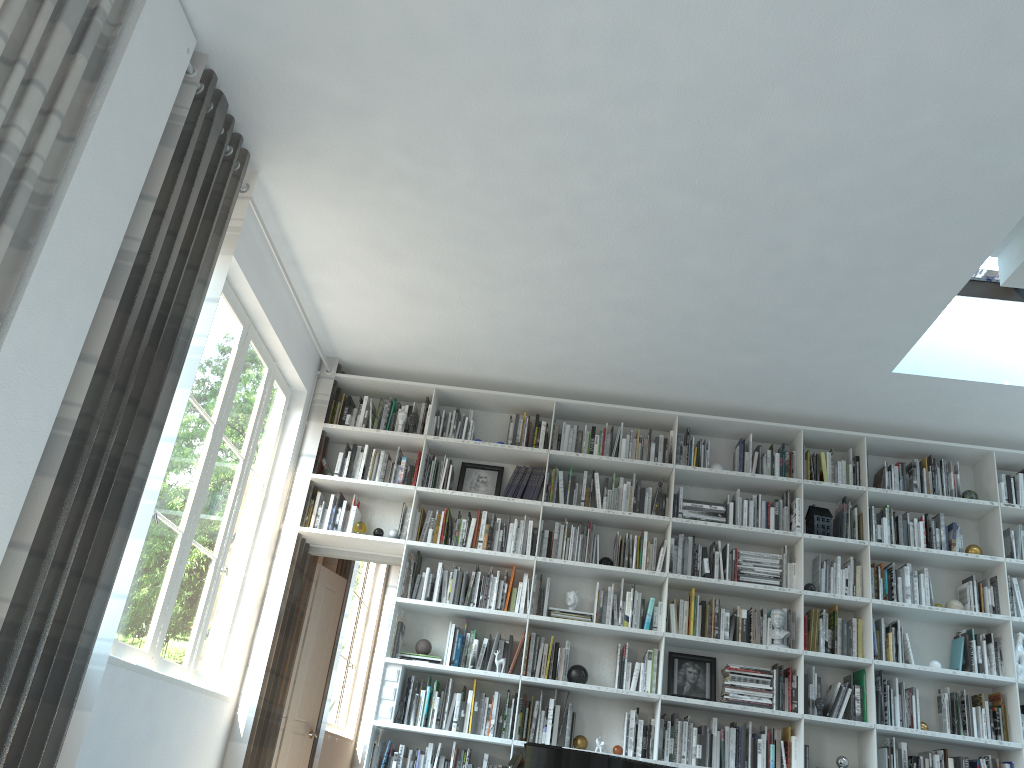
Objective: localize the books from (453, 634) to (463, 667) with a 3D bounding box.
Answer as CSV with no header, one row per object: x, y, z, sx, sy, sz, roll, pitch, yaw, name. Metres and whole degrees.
-0.334,1.699,5.589,0.029,0.207,0.190,6,-25,4,books

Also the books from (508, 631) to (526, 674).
0.034,1.703,5.565,0.082,0.275,0.229,6,-25,4,books

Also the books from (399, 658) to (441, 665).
-0.575,1.763,5.599,0.254,0.012,0.161,6,-25,5,books

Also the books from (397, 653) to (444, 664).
-0.572,1.739,5.603,0.285,0.012,0.160,5,-25,8,books

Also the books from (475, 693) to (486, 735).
-0.192,2.036,5.447,0.028,0.248,0.159,6,-25,4,books

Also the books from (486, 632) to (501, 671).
-0.115,1.711,5.602,0.060,0.254,0.159,6,-25,4,books

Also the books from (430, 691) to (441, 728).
-0.473,2.017,5.458,0.015,0.218,0.191,6,-25,4,books

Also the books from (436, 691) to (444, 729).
-0.440,2.028,5.485,0.016,0.229,0.137,6,-25,4,books

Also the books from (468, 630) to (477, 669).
-0.249,1.695,5.605,0.011,0.249,0.173,6,-25,4,books

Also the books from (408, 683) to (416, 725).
-0.612,1.993,5.496,0.022,0.256,0.142,6,-25,4,books

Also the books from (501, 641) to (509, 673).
-0.045,1.740,5.590,0.027,0.208,0.144,6,-25,4,books

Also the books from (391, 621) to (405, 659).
-0.724,1.649,5.646,0.028,0.242,0.157,6,-25,4,books

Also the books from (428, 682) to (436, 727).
-0.488,1.996,5.487,0.009,0.276,0.158,6,-25,4,books

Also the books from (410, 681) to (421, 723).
-0.597,1.984,5.479,0.007,0.263,0.177,6,-25,4,books

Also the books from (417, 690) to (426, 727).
-0.549,2.010,5.464,0.015,0.216,0.181,6,-25,4,books

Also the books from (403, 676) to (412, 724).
-0.643,1.975,5.504,0.016,0.288,0.153,6,-25,4,books

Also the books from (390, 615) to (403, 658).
-0.741,1.633,5.666,0.012,0.283,0.160,6,-25,4,books

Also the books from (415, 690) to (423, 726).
-0.563,2.013,5.477,0.015,0.217,0.177,6,-25,4,books

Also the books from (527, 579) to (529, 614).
0.105,1.405,5.753,0.036,0.256,0.123,6,-25,4,books

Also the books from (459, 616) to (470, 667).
-0.306,1.658,5.644,0.011,0.334,0.154,6,-25,4,books

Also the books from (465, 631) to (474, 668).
-0.265,1.702,5.623,0.022,0.247,0.129,6,-25,4,books

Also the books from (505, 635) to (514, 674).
-0.018,1.726,5.599,0.021,0.250,0.155,6,-25,4,books

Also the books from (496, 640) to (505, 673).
-0.074,1.734,5.582,0.030,0.206,0.173,6,-25,4,books

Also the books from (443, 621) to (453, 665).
-0.404,1.666,5.631,0.012,0.283,0.160,6,-25,4,books

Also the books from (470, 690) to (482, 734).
-0.219,2.026,5.447,0.028,0.259,0.182,6,-25,4,books

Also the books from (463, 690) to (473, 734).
-0.265,2.028,5.459,0.026,0.253,0.177,6,-25,4,books

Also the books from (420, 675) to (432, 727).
-0.532,1.971,5.492,0.006,0.313,0.146,6,-25,4,books

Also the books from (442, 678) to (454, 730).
-0.394,1.989,5.478,0.012,0.305,0.190,6,-25,4,books

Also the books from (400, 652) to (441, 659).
-0.570,1.731,5.614,0.254,0.012,0.161,6,-25,5,books

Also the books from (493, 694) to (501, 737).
-0.092,2.049,5.455,0.013,0.259,0.143,6,-25,4,books

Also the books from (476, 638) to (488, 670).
-0.188,1.727,5.612,0.056,0.213,0.143,6,-25,4,books

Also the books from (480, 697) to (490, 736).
-0.167,2.054,5.455,0.025,0.228,0.154,6,-25,4,books

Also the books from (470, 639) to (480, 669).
-0.233,1.719,5.580,0.029,0.189,0.189,6,-25,4,books

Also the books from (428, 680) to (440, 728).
-0.480,1.983,5.467,0.007,0.285,0.183,6,-25,4,books

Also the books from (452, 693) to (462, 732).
-0.335,2.031,5.459,0.027,0.229,0.159,6,-25,4,books

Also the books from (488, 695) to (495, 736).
-0.125,2.050,5.453,0.010,0.245,0.161,6,-25,4,books

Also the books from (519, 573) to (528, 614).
0.075,1.388,5.761,0.027,0.284,0.148,6,-25,4,books

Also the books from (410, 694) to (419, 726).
-0.589,2.012,5.448,0.019,0.188,0.194,6,-25,4,books

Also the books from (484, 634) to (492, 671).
-0.152,1.719,5.615,0.013,0.240,0.142,6,-25,4,books

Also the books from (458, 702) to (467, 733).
-0.297,2.053,5.436,0.029,0.181,0.191,6,-25,4,books

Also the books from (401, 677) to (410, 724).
-0.655,1.976,5.506,0.008,0.283,0.160,6,-25,4,books

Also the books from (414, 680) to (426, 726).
-0.570,1.981,5.485,0.008,0.278,0.165,6,-25,4,books

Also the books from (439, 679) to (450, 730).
-0.410,1.985,5.467,0.019,0.299,0.181,6,-25,4,books

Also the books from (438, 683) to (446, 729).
-0.423,1.999,5.500,0.009,0.298,0.142,6,-25,4,books

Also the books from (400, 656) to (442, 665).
-0.573,1.751,5.600,0.254,0.012,0.161,8,-25,1,books

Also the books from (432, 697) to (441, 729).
-0.460,2.030,5.447,0.016,0.188,0.184,6,-25,4,books

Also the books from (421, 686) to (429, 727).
-0.526,2.003,5.474,0.014,0.242,0.171,6,-25,4,books

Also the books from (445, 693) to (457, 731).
-0.371,2.034,5.477,0.045,0.229,0.138,6,-25,4,books

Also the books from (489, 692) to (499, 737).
-0.109,2.036,5.441,0.021,0.264,0.186,6,-25,4,books

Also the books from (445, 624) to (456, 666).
-0.387,1.673,5.626,0.024,0.271,0.151,6,-25,4,books

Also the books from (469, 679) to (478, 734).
-0.240,1.999,5.469,0.021,0.321,0.172,6,-25,4,books

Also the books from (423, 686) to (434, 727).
-0.515,1.998,5.461,0.009,0.243,0.185,6,-25,4,books

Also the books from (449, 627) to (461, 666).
-0.361,1.687,5.628,0.031,0.254,0.144,6,-25,4,books

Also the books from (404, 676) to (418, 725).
-0.628,1.971,5.498,0.014,0.293,0.172,6,-25,4,books

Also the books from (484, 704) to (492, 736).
-0.145,2.074,5.448,0.023,0.193,0.140,6,-25,4,books

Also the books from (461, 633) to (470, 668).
-0.292,1.710,5.627,0.030,0.230,0.148,6,-25,4,books

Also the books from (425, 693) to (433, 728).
-0.505,2.028,5.482,0.016,0.210,0.146,6,-25,4,books

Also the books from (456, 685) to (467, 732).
-0.312,2.010,5.467,0.014,0.280,0.151,6,-25,4,books
